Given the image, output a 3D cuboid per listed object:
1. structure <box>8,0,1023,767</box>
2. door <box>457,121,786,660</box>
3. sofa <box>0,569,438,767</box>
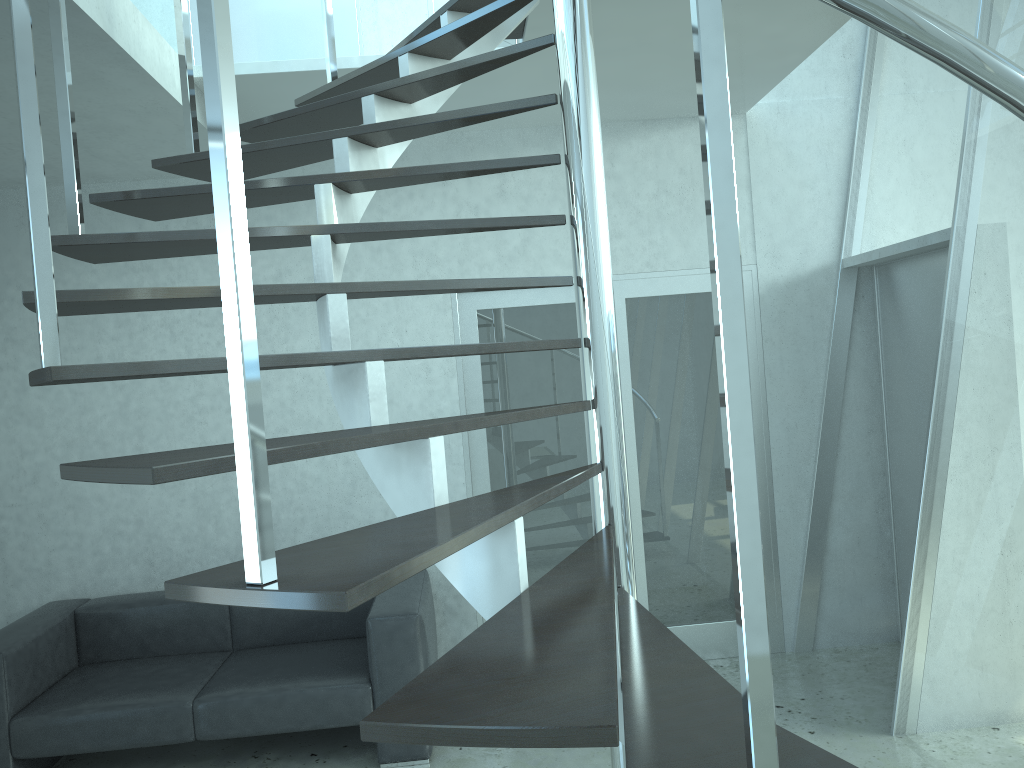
[{"bbox_3d":[0.129,-0.464,2.865,2.655,4.156,3.780,-5,1,-3],"label":"structure"},{"bbox_3d":[1.049,0.095,5.319,1.162,3.200,2.576,-3,2,44],"label":"door"},{"bbox_3d":[-1.379,1.365,4.207,2.025,0.652,0.943,-5,1,-3],"label":"sofa"}]
